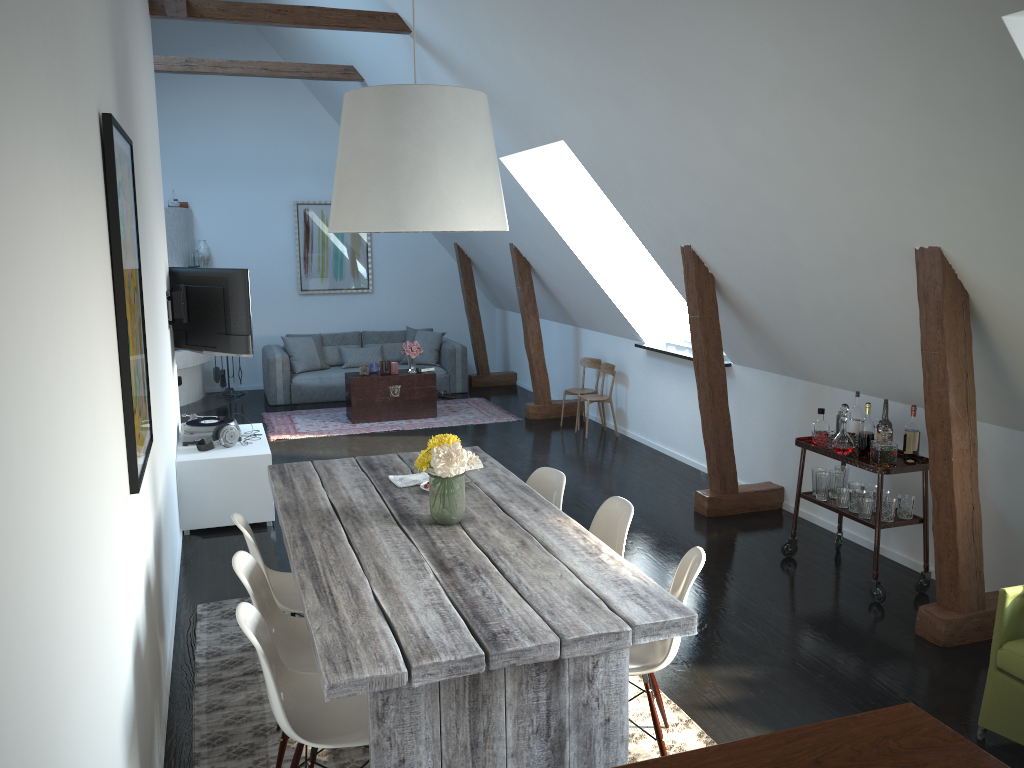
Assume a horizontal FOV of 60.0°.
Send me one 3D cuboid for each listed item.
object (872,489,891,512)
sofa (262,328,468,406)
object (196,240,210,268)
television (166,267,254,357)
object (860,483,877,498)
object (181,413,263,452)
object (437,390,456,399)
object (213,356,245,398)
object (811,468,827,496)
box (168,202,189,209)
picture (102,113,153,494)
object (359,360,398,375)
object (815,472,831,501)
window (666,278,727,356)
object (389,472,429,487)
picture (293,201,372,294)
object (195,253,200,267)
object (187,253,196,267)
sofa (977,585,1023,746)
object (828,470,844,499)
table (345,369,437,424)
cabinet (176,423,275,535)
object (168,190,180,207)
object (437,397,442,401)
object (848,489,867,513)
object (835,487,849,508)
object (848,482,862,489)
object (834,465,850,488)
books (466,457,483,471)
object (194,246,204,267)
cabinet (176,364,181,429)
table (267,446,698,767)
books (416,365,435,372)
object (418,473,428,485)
[{"bbox_3d":[2.041,0.651,4.911,0.095,0.119,0.095,6,11,33],"label":"object"},{"bbox_3d":[-1.869,-0.272,11.217,2.458,0.770,1.107,-4,10,-18],"label":"sofa"},{"bbox_3d":[-3.826,-1.601,10.986,0.165,0.368,0.165,8,13,43],"label":"object"},{"bbox_3d":[-2.414,-0.502,6.397,1.005,0.652,0.537,6,12,36],"label":"television"},{"bbox_3d":[2.024,0.631,5.030,0.095,0.119,0.095,6,11,33],"label":"object"},{"bbox_3d":[-2.085,0.322,6.388,0.558,0.162,0.742,-4,10,-21],"label":"object"},{"bbox_3d":[-0.800,0.121,10.838,0.277,0.090,0.101,4,11,28],"label":"object"},{"bbox_3d":[-3.561,-0.466,11.061,0.376,1.245,0.376,-8,12,-38],"label":"object"},{"bbox_3d":[1.813,0.580,5.246,0.087,0.155,0.087,8,13,43],"label":"object"},{"bbox_3d":[-4.079,-2.182,10.842,0.229,0.078,0.127,-4,10,-18],"label":"box"},{"bbox_3d":[-1.343,-0.290,3.128,0.036,1.181,0.808,-4,10,-18],"label":"picture"},{"bbox_3d":[-1.438,-0.182,9.583,0.413,0.138,0.215,-2,9,-7],"label":"object"},{"bbox_3d":[1.801,0.596,5.148,0.087,0.155,0.087,8,13,43],"label":"object"},{"bbox_3d":[-0.547,-1.924,4.646,5.959,4.249,8.018,-4,10,-18],"label":"window"},{"bbox_3d":[-0.480,0.454,4.229,0.182,0.016,0.179,-5,10,-24],"label":"object"},{"bbox_3d":[-2.329,-1.785,11.582,0.965,1.185,0.025,-4,10,-18],"label":"picture"},{"bbox_3d":[-3.800,-1.487,10.665,0.092,0.180,0.092,0,9,4],"label":"object"},{"bbox_3d":[-3.793,-1.461,10.506,0.092,0.180,0.092,1,10,9],"label":"object"},{"bbox_3d":[2.567,1.087,2.552,0.898,0.825,2.093,-4,10,-19],"label":"sofa"},{"bbox_3d":[1.895,0.588,5.192,0.087,0.155,0.087,8,13,43],"label":"object"},{"bbox_3d":[-1.314,0.121,9.635,0.962,0.492,0.471,-4,10,-18],"label":"table"},{"bbox_3d":[-2.064,0.655,6.413,0.623,0.507,1.069,-4,10,-18],"label":"cabinet"},{"bbox_3d":[-4.039,-2.214,10.590,0.066,0.221,0.231,1,10,11],"label":"object"},{"bbox_3d":[-0.938,0.135,10.757,0.101,0.090,0.277,-6,11,-30],"label":"object"},{"bbox_3d":[1.913,0.651,4.920,0.095,0.119,0.095,6,11,33],"label":"object"},{"bbox_3d":[1.873,0.645,5.020,0.092,0.099,0.092,-9,12,-40],"label":"object"},{"bbox_3d":[1.989,0.625,5.132,0.092,0.099,0.092,-9,12,-40],"label":"object"},{"bbox_3d":[1.968,0.570,5.294,0.087,0.155,0.087,8,13,43],"label":"object"},{"bbox_3d":[-0.294,0.395,4.507,0.202,0.042,0.251,-6,11,-30],"label":"books"},{"bbox_3d":[-3.807,-1.549,10.808,0.081,0.258,0.150,2,10,15],"label":"object"},{"bbox_3d":[-3.080,0.362,6.979,0.869,0.921,0.638,-4,10,-18],"label":"cabinet"},{"bbox_3d":[-0.340,0.944,3.701,1.141,0.788,2.421,-4,10,-18],"label":"table"},{"bbox_3d":[-0.997,-0.171,9.793,0.179,0.034,0.243,-9,12,-40],"label":"books"},{"bbox_3d":[-0.396,0.452,4.240,0.182,0.014,0.185,-10,13,-44],"label":"object"}]
